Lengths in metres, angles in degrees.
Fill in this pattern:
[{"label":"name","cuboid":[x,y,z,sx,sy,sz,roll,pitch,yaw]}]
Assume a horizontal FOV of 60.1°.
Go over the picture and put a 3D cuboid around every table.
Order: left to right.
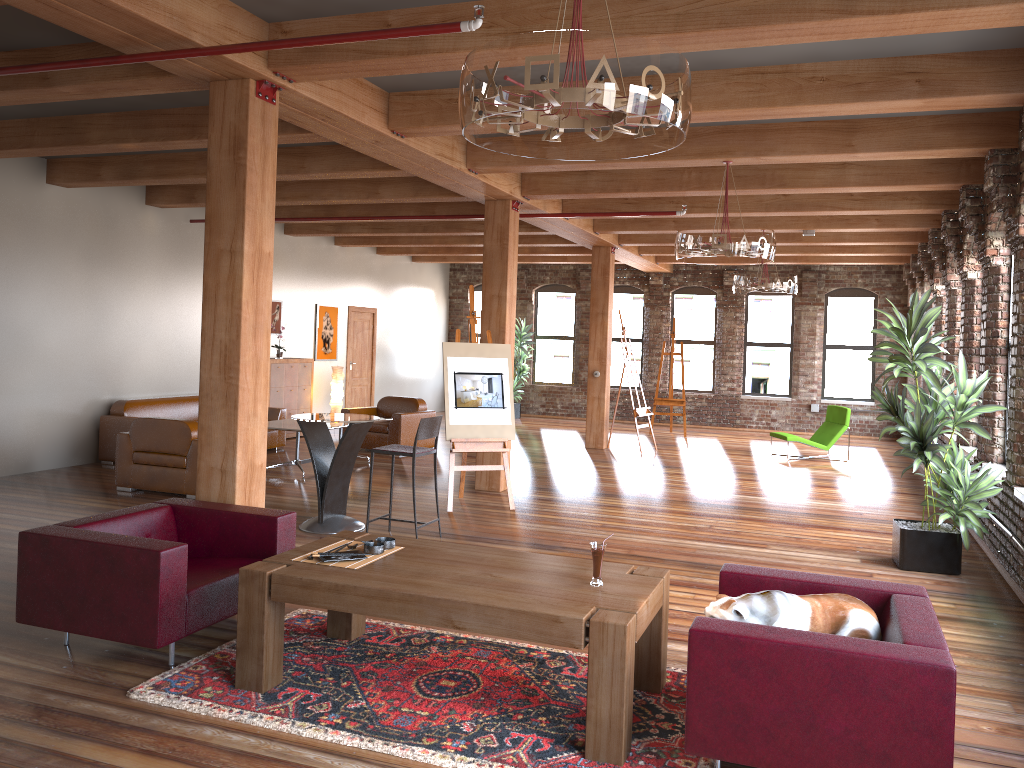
[{"label":"table","cuboid":[-2.288,0.725,10.519,0.940,0.560,1.871,3,3,20]},{"label":"table","cuboid":[-1.474,0.734,7.335,0.722,0.924,0.721,3,2,45]},{"label":"table","cuboid":[-0.243,1.117,4.036,1.751,0.550,0.900,3,2,20]}]

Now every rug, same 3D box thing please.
[{"label":"rug","cuboid":[-0.298,1.387,4.045,2.463,0.009,1.344,3,3,20]}]

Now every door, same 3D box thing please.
[{"label":"door","cuboid":[-2.809,-0.345,16.129,0.226,2.120,1.030,2,1,20]}]

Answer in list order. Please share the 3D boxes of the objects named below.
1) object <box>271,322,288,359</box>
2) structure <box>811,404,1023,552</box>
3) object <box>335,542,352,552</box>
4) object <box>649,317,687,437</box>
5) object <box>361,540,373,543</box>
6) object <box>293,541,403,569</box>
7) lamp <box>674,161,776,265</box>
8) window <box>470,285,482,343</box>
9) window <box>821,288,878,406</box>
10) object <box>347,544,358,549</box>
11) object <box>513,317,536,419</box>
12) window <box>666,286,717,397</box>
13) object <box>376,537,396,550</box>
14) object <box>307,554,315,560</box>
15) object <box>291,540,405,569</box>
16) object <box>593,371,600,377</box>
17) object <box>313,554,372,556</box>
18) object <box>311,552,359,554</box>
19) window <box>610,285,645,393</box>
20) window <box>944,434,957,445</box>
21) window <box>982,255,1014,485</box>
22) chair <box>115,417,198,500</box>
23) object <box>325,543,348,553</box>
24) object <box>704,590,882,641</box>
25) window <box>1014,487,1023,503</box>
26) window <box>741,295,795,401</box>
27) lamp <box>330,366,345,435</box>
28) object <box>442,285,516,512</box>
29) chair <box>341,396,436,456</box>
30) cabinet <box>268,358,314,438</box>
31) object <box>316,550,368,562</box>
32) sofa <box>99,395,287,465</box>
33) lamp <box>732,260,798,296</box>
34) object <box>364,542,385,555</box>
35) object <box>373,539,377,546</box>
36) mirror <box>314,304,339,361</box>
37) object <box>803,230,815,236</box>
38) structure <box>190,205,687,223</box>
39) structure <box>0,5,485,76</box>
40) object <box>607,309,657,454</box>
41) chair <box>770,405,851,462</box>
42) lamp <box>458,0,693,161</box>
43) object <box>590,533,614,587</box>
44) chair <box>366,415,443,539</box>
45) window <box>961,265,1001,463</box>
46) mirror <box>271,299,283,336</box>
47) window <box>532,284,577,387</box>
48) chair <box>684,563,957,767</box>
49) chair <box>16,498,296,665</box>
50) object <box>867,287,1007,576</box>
[{"label":"object","cuboid":[-3.524,-0.680,13.328,0.370,0.589,0.298,2,1,15]},{"label":"structure","cuboid":[4.952,0.844,10.170,1.634,0.313,13.714,3,3,13]},{"label":"object","cuboid":[-0.829,0.800,4.330,0.007,0.008,0.270,2,3,9]},{"label":"object","cuboid":[2.901,-0.152,16.114,0.662,2.140,0.685,2,0,15]},{"label":"object","cuboid":[-0.725,0.792,4.423,0.059,0.021,0.018,1,2,-28]},{"label":"object","cuboid":[-0.776,0.811,4.239,0.332,0.003,0.471,3,3,20]},{"label":"lamp","cuboid":[1.750,-1.414,7.245,0.809,0.815,0.810,1,2,-27]},{"label":"window","cuboid":[-0.474,-1.124,19.493,0.969,2.169,0.086,2,0,20]},{"label":"window","cuboid":[6.433,-0.729,16.889,0.969,2.218,0.218,2,0,20]},{"label":"object","cuboid":[-0.774,0.790,4.345,0.045,0.030,0.153,2,3,4]},{"label":"object","cuboid":[-0.070,-0.351,18.494,1.080,2.103,0.967,2,1,-2]},{"label":"window","cuboid":[3.656,-0.872,17.906,0.969,2.227,0.221,2,0,20]},{"label":"object","cuboid":[-0.625,0.787,4.371,0.099,0.043,0.099,0,3,-44]},{"label":"object","cuboid":[-0.928,0.801,4.091,0.018,0.021,0.059,2,2,7]},{"label":"object","cuboid":[-0.775,0.811,4.239,0.352,0.001,0.469,3,3,20]},{"label":"object","cuboid":[1.284,-0.150,13.466,0.095,0.095,0.061,3,1,20]},{"label":"object","cuboid":[-0.789,0.794,4.117,0.270,0.008,0.007,1,1,-14]},{"label":"object","cuboid":[-0.802,0.792,4.142,0.270,0.008,0.007,2,1,-6]},{"label":"window","cuboid":[2.281,-0.945,18.410,0.969,2.227,0.221,2,0,20]},{"label":"window","cuboid":[5.066,-0.442,9.933,0.236,2.215,0.968,2,1,20]},{"label":"window","cuboid":[4.055,-0.344,7.178,0.235,2.215,0.968,2,1,20]},{"label":"chair","cuboid":[-3.235,0.686,8.852,1.064,0.735,0.830,3,2,20]},{"label":"object","cuboid":[-0.859,0.801,4.302,0.007,0.008,0.270,2,3,16]},{"label":"object","cuboid":[1.115,0.984,3.603,0.754,0.297,0.365,2,2,-8]},{"label":"window","cuboid":[3.550,-0.296,5.800,0.235,2.215,0.968,2,1,20]},{"label":"window","cuboid":[5.038,-0.803,17.400,0.969,2.218,0.218,2,0,20]},{"label":"lamp","cuboid":[-2.796,0.256,14.200,0.270,1.114,0.261,2,0,-25]},{"label":"object","cuboid":[-0.343,0.097,8.600,0.701,2.140,0.685,2,0,-20]},{"label":"chair","cuboid":[-1.747,0.561,12.522,1.065,0.735,0.830,3,2,30]},{"label":"cabinet","cuboid":[-3.513,0.217,13.431,0.419,1.209,1.186,2,1,20]},{"label":"object","cuboid":[-0.794,0.806,4.123,0.213,0.018,0.154,1,3,-25]},{"label":"sofa","cuboid":[-3.932,0.546,11.231,0.952,0.735,2.413,3,3,20]},{"label":"lamp","cuboid":[3.246,-1.559,11.328,0.809,0.815,0.810,1,2,-34]},{"label":"object","cuboid":[-0.663,0.791,4.259,0.099,0.043,0.099,1,3,-32]},{"label":"object","cuboid":[-0.654,0.766,4.230,0.045,0.080,0.137,2,2,-15]},{"label":"mirror","cuboid":[-3.126,-0.864,14.970,0.025,0.952,0.694,2,1,20]},{"label":"object","cuboid":[3.750,-1.913,11.187,0.145,0.072,0.147,3,2,20]},{"label":"structure","cuboid":[-1.319,-2.037,10.681,6.812,0.112,0.051,3,1,20]},{"label":"structure","cuboid":[-3.322,-1.843,5.215,6.812,0.112,0.051,3,1,20]},{"label":"object","cuboid":[1.808,-0.063,13.476,0.685,2.140,0.661,2,0,30]},{"label":"chair","cuboid":[4.448,0.714,13.262,0.956,0.796,0.681,2,1,-5]},{"label":"lamp","cuboid":[0.228,-1.266,3.089,0.809,0.815,0.810,1,2,-29]},{"label":"object","cuboid":[0.378,0.757,3.836,0.075,0.232,0.095,2,1,-37]},{"label":"chair","cuboid":[-0.841,0.736,7.008,0.467,0.981,0.430,2,1,20]},{"label":"window","cuboid":[4.559,-0.393,8.556,0.232,2.215,0.968,2,1,20]},{"label":"mirror","cuboid":[-3.689,-1.010,13.414,0.025,0.548,0.694,2,2,20]},{"label":"window","cuboid":[0.927,-1.049,18.979,0.969,2.169,0.086,2,0,20]},{"label":"chair","cuboid":[1.202,1.169,3.501,0.866,0.592,1.071,3,2,20]},{"label":"chair","cuboid":[-1.807,1.008,4.630,0.866,0.592,1.071,3,2,20]},{"label":"object","cuboid":[3.216,0.336,6.702,0.967,2.103,1.080,2,1,33]}]
